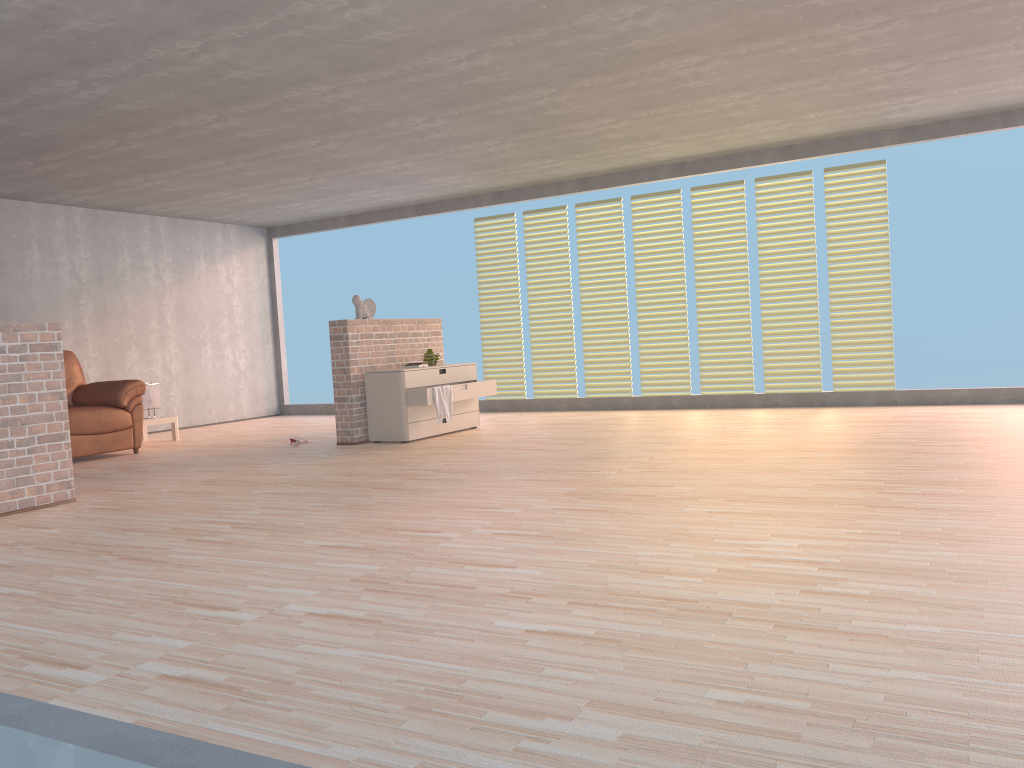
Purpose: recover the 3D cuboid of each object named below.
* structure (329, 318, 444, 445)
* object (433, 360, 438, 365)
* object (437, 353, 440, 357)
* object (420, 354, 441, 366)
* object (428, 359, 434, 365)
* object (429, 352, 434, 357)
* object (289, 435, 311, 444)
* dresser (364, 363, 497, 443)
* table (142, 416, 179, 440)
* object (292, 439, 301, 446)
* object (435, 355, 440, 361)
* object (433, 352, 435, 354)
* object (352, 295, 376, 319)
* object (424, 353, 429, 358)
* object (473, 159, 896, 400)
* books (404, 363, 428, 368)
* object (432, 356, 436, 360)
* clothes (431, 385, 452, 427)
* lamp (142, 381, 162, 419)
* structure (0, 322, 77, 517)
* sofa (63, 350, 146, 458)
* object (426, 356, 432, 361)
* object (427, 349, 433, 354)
[{"bbox_3d":[-1.090,-0.060,8.097,0.211,1.057,1.422,-2,3,30],"label":"structure"},{"bbox_3d":[-0.704,-0.198,8.106,0.048,0.048,0.046,-3,3,18],"label":"object"},{"bbox_3d":[-0.678,-0.258,8.112,0.047,0.047,0.046,-5,3,-23],"label":"object"},{"bbox_3d":[-0.734,-0.217,8.089,0.202,0.104,0.202,-2,3,23],"label":"object"},{"bbox_3d":[-0.736,-0.199,8.060,0.060,0.055,0.059,-4,3,-15],"label":"object"},{"bbox_3d":[-0.729,-0.269,8.026,0.046,0.045,0.046,-2,3,29],"label":"object"},{"bbox_3d":[-1.880,0.488,7.874,0.188,0.085,0.069,-4,3,-21],"label":"object"},{"bbox_3d":[-0.553,0.131,8.092,0.605,0.612,1.686,-2,3,30],"label":"dresser"},{"bbox_3d":[-3.737,0.475,8.874,0.548,0.241,0.548,-2,3,30],"label":"table"},{"bbox_3d":[-1.855,0.505,7.694,0.078,0.066,0.192,-5,3,-24],"label":"object"},{"bbox_3d":[-0.688,-0.238,8.071,0.057,0.057,0.057,-5,3,-27],"label":"object"},{"bbox_3d":[-0.721,-0.268,8.116,0.039,0.043,0.043,-3,3,15],"label":"object"},{"bbox_3d":[-1.305,-0.668,7.746,0.131,0.218,0.216,-2,3,29],"label":"object"},{"bbox_3d":[-0.778,-0.256,8.068,0.049,0.053,0.054,-5,3,-30],"label":"object"},{"bbox_3d":[1.530,-0.906,9.109,4.372,2.114,0.044,-2,3,30],"label":"object"},{"bbox_3d":[-0.839,-0.164,7.777,0.146,0.040,0.209,-2,3,20],"label":"books"},{"bbox_3d":[-0.709,-0.234,8.035,0.039,0.040,0.038,-1,3,38],"label":"object"},{"bbox_3d":[-0.584,0.198,7.448,0.097,0.369,0.325,-2,3,30],"label":"clothes"},{"bbox_3d":[-3.652,0.160,8.963,0.140,0.376,0.140,-2,3,30],"label":"lamp"},{"bbox_3d":[-3.040,0.220,4.647,0.211,1.057,1.422,-2,3,30],"label":"structure"},{"bbox_3d":[-4.203,0.193,7.212,0.981,0.923,2.202,-2,3,30],"label":"sofa"},{"bbox_3d":[-0.752,-0.234,8.032,0.046,0.044,0.046,-2,3,25],"label":"object"},{"bbox_3d":[-0.747,-0.294,8.083,0.054,0.056,0.054,-2,3,30],"label":"object"}]
